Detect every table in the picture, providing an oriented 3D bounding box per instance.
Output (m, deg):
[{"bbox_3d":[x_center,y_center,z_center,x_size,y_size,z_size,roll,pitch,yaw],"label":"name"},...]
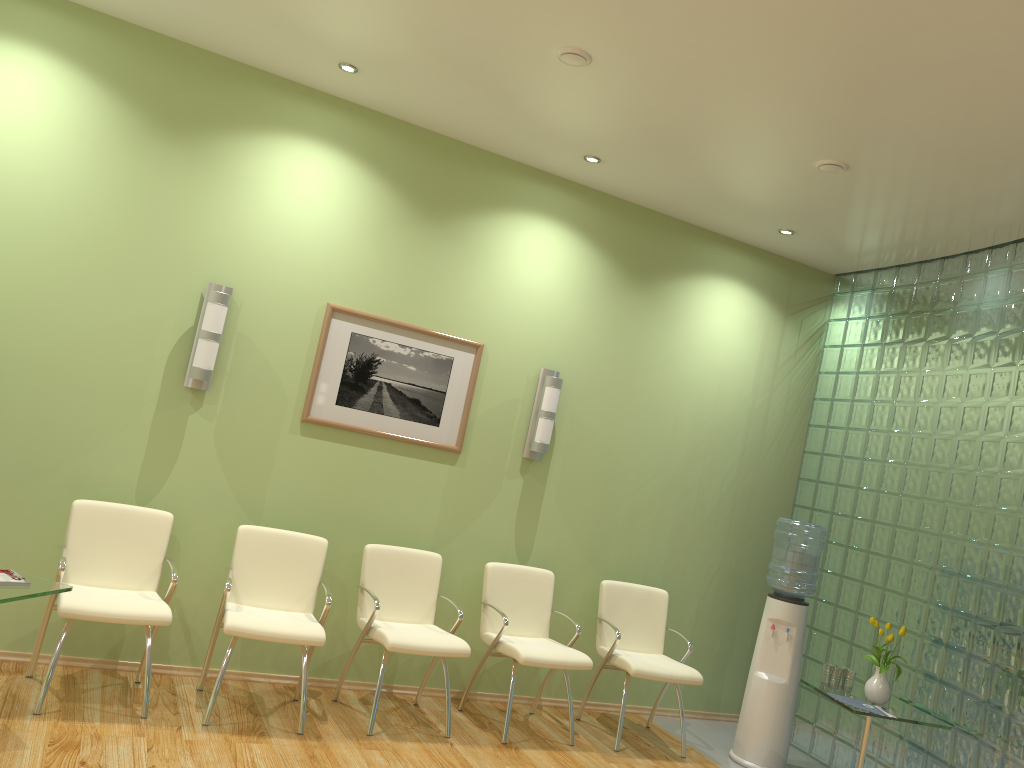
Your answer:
[{"bbox_3d":[1.948,2.072,4.931,0.581,0.614,0.581,13,-4,-10],"label":"table"},{"bbox_3d":[-2.349,1.055,3.475,0.736,0.614,0.736,11,-4,11],"label":"table"}]

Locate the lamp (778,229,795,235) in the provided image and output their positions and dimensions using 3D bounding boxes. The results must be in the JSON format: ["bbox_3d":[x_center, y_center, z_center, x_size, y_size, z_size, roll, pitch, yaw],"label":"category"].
[{"bbox_3d":[1.811,-1.001,5.853,0.105,0.011,0.105,16,-6,-42],"label":"lamp"}]

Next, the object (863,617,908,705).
[{"bbox_3d":[2.075,1.551,4.952,0.219,0.459,0.201,11,-4,6],"label":"object"}]

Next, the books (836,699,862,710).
[{"bbox_3d":[1.874,1.729,4.785,0.210,0.004,0.150,15,-5,-38],"label":"books"}]

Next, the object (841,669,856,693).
[{"bbox_3d":[1.927,1.704,5.083,0.071,0.119,0.072,14,-5,-24],"label":"object"}]

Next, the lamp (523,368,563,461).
[{"bbox_3d":[0.207,0.194,5.616,0.134,0.580,0.142,14,-5,-24],"label":"lamp"}]

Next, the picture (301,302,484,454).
[{"bbox_3d":[-0.686,-0.020,5.279,1.000,0.700,0.025,14,-5,-24],"label":"picture"}]

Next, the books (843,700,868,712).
[{"bbox_3d":[1.886,1.731,4.772,0.150,0.004,0.210,8,-6,41],"label":"books"}]

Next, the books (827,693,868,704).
[{"bbox_3d":[1.852,1.728,4.835,0.210,0.004,0.150,13,-4,-9],"label":"books"}]

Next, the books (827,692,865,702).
[{"bbox_3d":[1.850,1.729,4.853,0.210,0.004,0.150,12,-4,1],"label":"books"}]

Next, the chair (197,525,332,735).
[{"bbox_3d":[-1.244,1.233,4.564,0.536,0.881,0.650,13,-4,-19],"label":"chair"}]

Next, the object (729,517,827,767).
[{"bbox_3d":[1.664,1.597,5.496,0.353,1.506,0.353,13,-4,-17],"label":"object"}]

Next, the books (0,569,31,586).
[{"bbox_3d":[-2.168,0.772,3.605,0.230,0.031,0.328,8,-6,41],"label":"books"}]

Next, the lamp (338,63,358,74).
[{"bbox_3d":[-0.861,-1.655,4.654,0.105,0.011,0.105,16,-6,-42],"label":"lamp"}]

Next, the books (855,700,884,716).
[{"bbox_3d":[1.917,1.736,4.753,0.150,0.004,0.210,10,-4,21],"label":"books"}]

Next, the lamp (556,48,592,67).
[{"bbox_3d":[0.277,-1.458,3.982,0.167,0.024,0.167,10,-5,27],"label":"lamp"}]

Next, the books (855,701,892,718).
[{"bbox_3d":[1.934,1.739,4.748,0.150,0.004,0.210,11,-4,11],"label":"books"}]

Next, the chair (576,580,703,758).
[{"bbox_3d":[0.806,1.735,5.481,0.536,0.881,0.650,13,-4,-19],"label":"chair"}]

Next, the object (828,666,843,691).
[{"bbox_3d":[1.845,1.685,5.072,0.071,0.119,0.072,14,-5,-24],"label":"object"}]

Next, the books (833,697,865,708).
[{"bbox_3d":[1.864,1.728,4.801,0.210,0.004,0.150,14,-5,-29],"label":"books"}]

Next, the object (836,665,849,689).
[{"bbox_3d":[1.915,1.707,5.163,0.071,0.119,0.072,14,-5,-24],"label":"object"}]

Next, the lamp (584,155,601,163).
[{"bbox_3d":[0.475,-1.328,5.253,0.105,0.011,0.105,16,-6,-42],"label":"lamp"}]

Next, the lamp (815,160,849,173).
[{"bbox_3d":[1.658,-1.120,4.602,0.167,0.024,0.167,15,-5,-40],"label":"lamp"}]

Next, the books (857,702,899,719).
[{"bbox_3d":[1.952,1.742,4.746,0.150,0.004,0.210,12,-4,1],"label":"books"}]

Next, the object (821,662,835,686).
[{"bbox_3d":[1.833,1.689,5.156,0.071,0.119,0.072,14,-5,-24],"label":"object"}]

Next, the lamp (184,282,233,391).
[{"bbox_3d":[-1.634,-0.257,4.790,0.134,0.580,0.142,14,-5,-24],"label":"lamp"}]

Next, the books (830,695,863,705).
[{"bbox_3d":[1.856,1.728,4.817,0.210,0.004,0.150,13,-4,-19],"label":"books"}]

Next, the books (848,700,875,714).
[{"bbox_3d":[1.901,1.733,4.761,0.150,0.004,0.210,9,-5,31],"label":"books"}]
